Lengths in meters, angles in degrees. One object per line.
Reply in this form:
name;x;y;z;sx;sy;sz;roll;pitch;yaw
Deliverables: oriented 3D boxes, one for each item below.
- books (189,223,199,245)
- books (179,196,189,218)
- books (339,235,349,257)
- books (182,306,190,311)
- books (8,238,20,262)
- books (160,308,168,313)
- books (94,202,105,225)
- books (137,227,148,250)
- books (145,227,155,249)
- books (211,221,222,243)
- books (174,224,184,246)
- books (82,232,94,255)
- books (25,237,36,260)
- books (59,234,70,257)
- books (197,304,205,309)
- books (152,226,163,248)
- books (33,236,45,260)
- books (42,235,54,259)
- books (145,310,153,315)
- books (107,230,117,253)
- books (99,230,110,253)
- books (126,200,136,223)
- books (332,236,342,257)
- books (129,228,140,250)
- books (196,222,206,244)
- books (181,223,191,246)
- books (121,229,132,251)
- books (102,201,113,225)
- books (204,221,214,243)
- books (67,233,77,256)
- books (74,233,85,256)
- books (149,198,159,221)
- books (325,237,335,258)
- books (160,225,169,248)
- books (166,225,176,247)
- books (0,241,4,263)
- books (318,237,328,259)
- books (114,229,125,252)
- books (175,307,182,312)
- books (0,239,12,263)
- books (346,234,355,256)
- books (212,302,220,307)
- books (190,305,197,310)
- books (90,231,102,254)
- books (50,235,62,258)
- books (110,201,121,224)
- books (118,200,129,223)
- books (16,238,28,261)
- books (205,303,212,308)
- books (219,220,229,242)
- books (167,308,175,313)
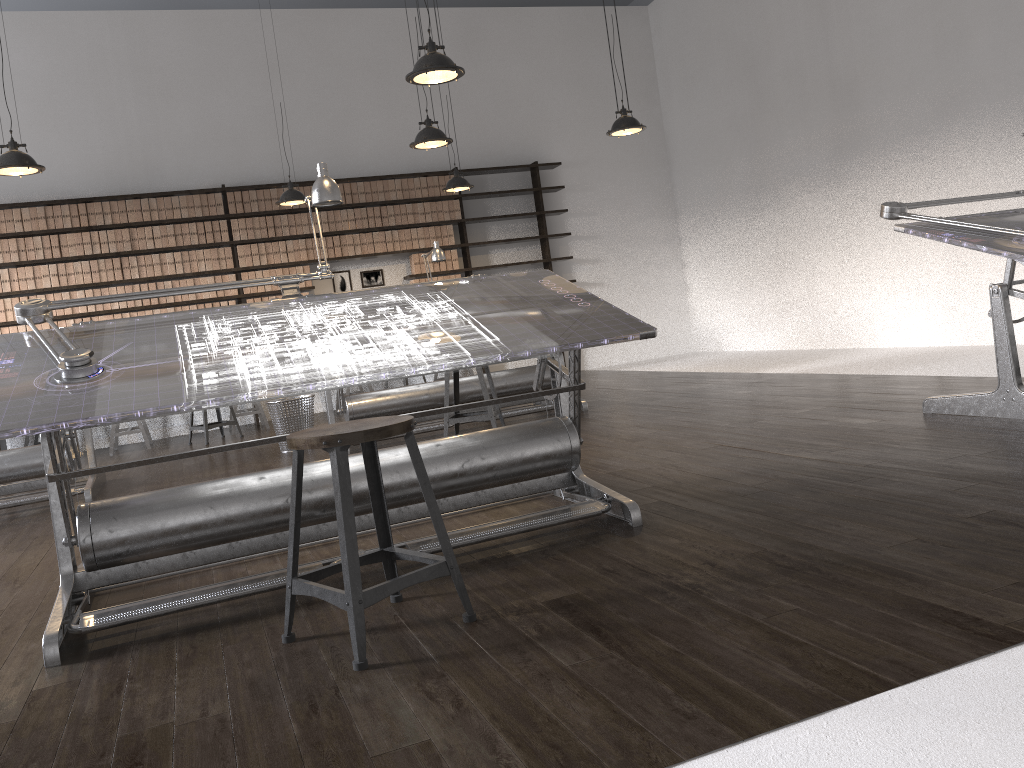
books;-3.206;-1.499;8.922;0.067;0.225;0.174;-8;2;-20
books;-3.295;-1.765;8.899;0.067;0.225;0.174;-8;2;-20
books;-1.801;-1.462;9.442;0.067;0.225;0.174;-8;2;-20
books;-3.258;-0.665;8.883;0.067;0.225;0.174;-8;2;-20
books;-4.692;-1.251;8.368;0.067;0.225;0.174;-8;2;-20
books;-3.448;-0.633;8.811;0.067;0.225;0.174;-8;2;-20
books;-4.015;-1.645;8.627;0.067;0.225;0.174;-8;2;-20
books;-3.655;-1.425;8.759;0.067;0.225;0.174;-8;2;-20
books;-3.588;-1.435;8.779;0.067;0.225;0.174;-8;2;-20
books;-3.003;-1.533;9.002;0.067;0.225;0.174;-8;2;-20
books;-3.339;-1.477;8.877;0.067;0.225;0.174;-8;2;-20
books;-4.106;-1.349;8.585;0.067;0.225;0.174;-8;2;-20
books;-4.565;-1.273;8.421;0.067;0.225;0.174;-8;2;-20
books;-4.295;-1.318;8.522;0.067;0.225;0.174;-8;2;-20
books;-3.127;-0.687;8.933;0.067;0.225;0.174;-8;2;-20
books;-3.521;-1.447;8.806;0.067;0.225;0.174;-8;2;-20
books;-4.498;-1.284;8.442;0.067;0.225;0.174;-8;2;-20
books;-4.434;-1.295;8.471;0.067;0.225;0.174;-8;2;-20
books;-3.573;-0.612;8.761;0.067;0.225;0.174;-8;2;-20
books;-3.904;-1.383;8.664;0.067;0.225;0.174;-8;2;-20
books;-3.970;-1.372;8.637;0.067;0.225;0.174;-8;2;-20
books;-3.750;-1.689;8.730;0.067;0.225;0.174;-8;2;-20
books;-1.868;-1.450;9.411;0.067;0.225;0.174;-8;2;-20
books;-3.720;-1.414;8.737;0.067;0.225;0.174;-8;2;-20
books;-3.142;-1.510;8.951;0.067;0.225;0.174;-8;2;-20
books;-3.273;-1.488;8.901;0.067;0.225;0.174;-8;2;-20
books;-3.782;-1.403;8.706;0.067;0.225;0.174;-8;2;-20
books;-3.949;-1.656;8.655;0.067;0.225;0.174;-8;2;-20
books;-3.070;-1.522;8.972;0.067;0.225;0.174;-8;2;-20
books;-4.234;-1.328;8.542;0.067;0.225;0.174;-8;2;-20
books;-4.174;-1.338;8.560;0.067;0.225;0.174;-8;2;-20
books;-3.557;-1.721;8.801;0.067;0.225;0.174;-8;2;-20
books;-1.939;-1.439;9.390;0.067;0.225;0.174;-8;2;-20
books;-3.463;-1.456;8.829;0.067;0.225;0.174;-8;2;-20
books;-3.400;-1.467;8.848;0.067;0.225;0.174;-8;2;-20
books;-4.813;-1.231;8.326;0.067;0.225;0.174;-8;2;-20
books;-2.004;-1.428;9.361;0.067;0.225;0.174;-8;2;-20
books;-3.846;-1.393;8.687;0.067;0.225;0.174;-8;2;-20
books;-3.324;-0.654;8.859;0.067;0.225;0.174;-8;2;-20
books;-4.755;-1.241;8.349;0.067;0.225;0.174;-8;2;-20
books;-1.737;-1.472;9.458;0.067;0.225;0.174;-8;2;-20
books;-2.988;-0.710;8.984;0.067;0.225;0.174;-8;2;-20
books;-3.191;-0.676;8.904;0.067;0.225;0.174;-8;2;-20
books;-4.040;-1.360;8.613;0.067;0.225;0.174;-8;2;-20
books;-4.362;-1.306;8.491;0.067;0.225;0.174;-8;2;-20
books;-3.885;-1.667;8.683;0.067;0.225;0.174;-8;2;-20
books;-3.820;-1.678;8.705;0.067;0.225;0.174;-8;2;-20
books;-4.631;-1.262;8.397;0.067;0.225;0.174;-8;2;-20
books;-3.055;-0.699;8.953;0.067;0.225;0.174;-8;2;-20
books;-2.932;-1.545;9.026;0.067;0.225;0.174;-8;2;-20
books;-3.385;-0.643;8.830;0.067;0.225;0.174;-8;2;-20
